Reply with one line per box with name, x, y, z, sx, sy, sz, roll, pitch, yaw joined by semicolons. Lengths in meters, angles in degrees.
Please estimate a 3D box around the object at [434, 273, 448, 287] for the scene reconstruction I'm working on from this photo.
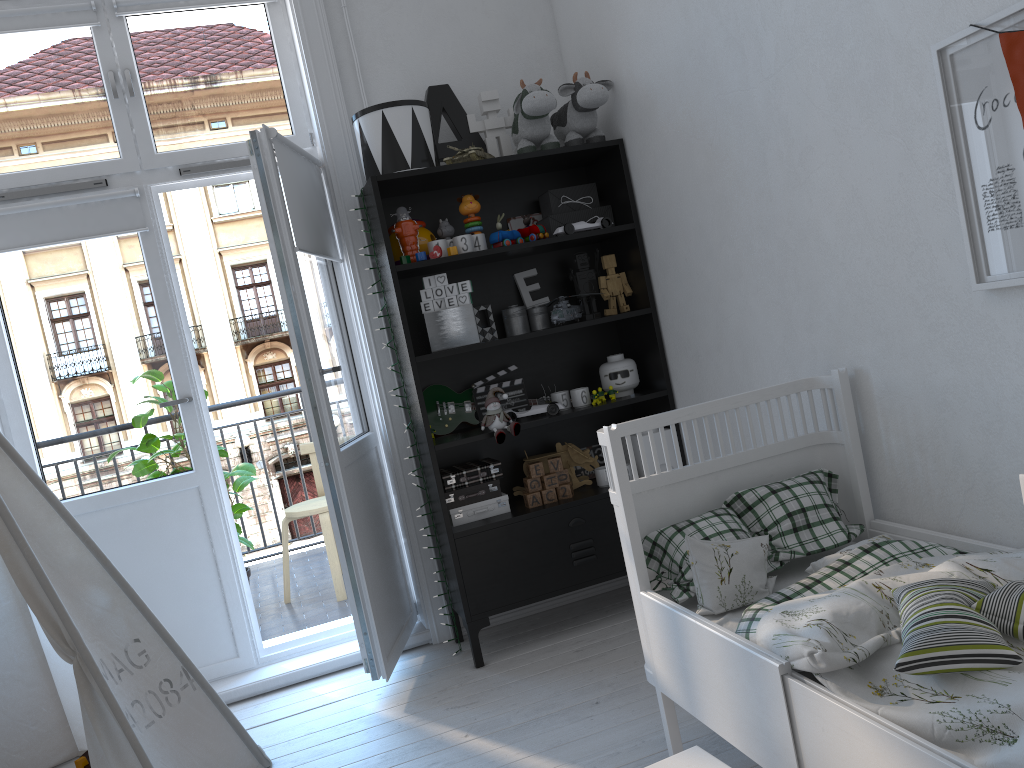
object;-0.242;-0.354;3.029;0.040;0.040;0.040;-12;4;-6

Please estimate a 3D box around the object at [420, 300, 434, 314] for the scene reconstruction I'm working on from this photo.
object;-0.289;-0.262;3.033;0.040;0.040;0.040;-12;4;-1

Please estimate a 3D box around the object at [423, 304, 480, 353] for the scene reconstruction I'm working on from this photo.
object;-0.207;-0.192;3.076;0.170;0.138;0.124;-12;4;-1

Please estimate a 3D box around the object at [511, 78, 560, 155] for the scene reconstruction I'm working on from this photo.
object;0.069;-0.928;3.152;0.154;0.253;0.370;-12;4;-8

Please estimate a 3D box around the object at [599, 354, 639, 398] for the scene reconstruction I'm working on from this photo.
object;0.400;-0.030;3.306;0.139;0.162;0.139;-15;5;-41

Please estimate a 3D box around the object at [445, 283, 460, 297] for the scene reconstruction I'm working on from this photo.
object;-0.202;-0.321;3.032;0.040;0.040;0.040;-11;4;14

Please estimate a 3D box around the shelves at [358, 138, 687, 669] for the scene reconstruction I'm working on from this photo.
shelves;0.089;0.047;3.224;0.911;1.678;0.353;-13;4;-16

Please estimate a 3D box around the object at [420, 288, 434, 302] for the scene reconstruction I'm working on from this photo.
object;-0.292;-0.303;3.030;0.040;0.040;0.040;-12;4;-6

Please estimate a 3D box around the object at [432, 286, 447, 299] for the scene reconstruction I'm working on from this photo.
object;-0.247;-0.312;3.031;0.040;0.040;0.040;-12;4;4

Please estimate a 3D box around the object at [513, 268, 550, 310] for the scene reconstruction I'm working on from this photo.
object;0.075;-0.360;3.364;0.107;0.151;0.055;-13;4;-16

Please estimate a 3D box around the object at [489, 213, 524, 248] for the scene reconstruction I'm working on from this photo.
object;-0.025;-0.540;3.138;0.121;0.126;0.087;-15;5;-39

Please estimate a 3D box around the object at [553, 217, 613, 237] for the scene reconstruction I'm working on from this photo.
object;0.253;-0.560;3.171;0.230;0.048;0.098;-13;4;-26

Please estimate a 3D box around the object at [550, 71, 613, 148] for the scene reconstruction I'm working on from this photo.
object;0.211;-0.960;3.198;0.211;0.253;0.387;-14;4;-32

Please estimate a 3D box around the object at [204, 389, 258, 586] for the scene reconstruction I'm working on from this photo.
object;-1.528;0.525;4.222;0.720;1.225;0.489;-12;4;-6

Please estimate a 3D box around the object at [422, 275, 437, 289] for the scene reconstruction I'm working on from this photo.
object;-0.283;-0.346;3.028;0.040;0.040;0.040;-12;4;-11

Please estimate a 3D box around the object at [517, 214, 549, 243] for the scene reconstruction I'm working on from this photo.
object;0.066;-0.563;3.209;0.122;0.112;0.087;-8;5;45

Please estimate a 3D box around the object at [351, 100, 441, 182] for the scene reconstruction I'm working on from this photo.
object;-0.388;-0.840;3.144;0.272;0.259;0.394;-11;4;12

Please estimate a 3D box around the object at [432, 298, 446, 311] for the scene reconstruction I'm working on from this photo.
object;-0.251;-0.271;3.041;0.040;0.040;0.040;-12;4;-11

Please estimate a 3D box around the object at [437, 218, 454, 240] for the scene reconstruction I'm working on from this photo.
object;-0.232;-0.519;3.205;0.063;0.160;0.063;-15;5;-37

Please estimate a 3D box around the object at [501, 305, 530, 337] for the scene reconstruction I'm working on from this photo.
object;0.014;-0.238;3.303;0.095;0.111;0.095;-13;4;-11

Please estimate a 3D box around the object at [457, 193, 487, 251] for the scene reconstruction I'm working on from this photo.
object;-0.136;-0.560;3.105;0.077;0.213;0.077;-11;4;17

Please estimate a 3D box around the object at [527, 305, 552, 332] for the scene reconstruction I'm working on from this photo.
object;0.131;-0.251;3.250;0.078;0.091;0.246;-13;4;-21

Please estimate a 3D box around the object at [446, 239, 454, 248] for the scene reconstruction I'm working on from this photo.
object;-0.214;-0.469;3.104;0.067;0.067;0.067;-15;5;-42

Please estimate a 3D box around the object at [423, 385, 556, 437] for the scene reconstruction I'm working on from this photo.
object;-0.083;0.080;3.302;0.542;0.239;0.093;-13;4;-15

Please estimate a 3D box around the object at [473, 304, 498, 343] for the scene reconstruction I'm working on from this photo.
object;-0.101;-0.226;3.305;0.070;0.135;0.028;-13;4;-16

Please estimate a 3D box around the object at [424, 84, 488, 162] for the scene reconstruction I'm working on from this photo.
object;-0.238;-0.921;3.266;0.343;0.344;0.057;-13;4;-16

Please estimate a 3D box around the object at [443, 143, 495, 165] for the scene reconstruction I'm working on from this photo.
object;-0.160;-0.803;3.099;0.121;0.100;0.338;-11;4;19

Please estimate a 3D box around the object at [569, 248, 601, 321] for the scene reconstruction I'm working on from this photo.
object;0.285;-0.371;3.314;0.117;0.259;0.081;-13;4;-16

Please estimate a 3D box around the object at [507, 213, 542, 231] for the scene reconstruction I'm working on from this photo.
object;0.159;-0.600;3.399;0.347;0.132;0.037;-13;4;-16

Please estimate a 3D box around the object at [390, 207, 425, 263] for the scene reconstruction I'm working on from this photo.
object;-0.348;-0.506;3.019;0.105;0.203;0.072;-12;4;-8

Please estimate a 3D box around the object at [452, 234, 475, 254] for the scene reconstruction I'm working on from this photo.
object;-0.166;-0.476;3.056;0.067;0.067;0.067;-13;4;-15

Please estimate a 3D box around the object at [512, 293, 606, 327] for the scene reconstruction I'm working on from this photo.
object;0.189;-0.267;3.233;0.367;0.106;0.349;-13;4;-14

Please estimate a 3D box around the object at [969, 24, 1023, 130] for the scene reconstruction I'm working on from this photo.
object;0.991;-0.622;1.261;0.058;0.415;0.905;-13;4;-17

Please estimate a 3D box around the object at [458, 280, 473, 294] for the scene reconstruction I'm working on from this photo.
object;-0.159;-0.331;3.033;0.040;0.040;0.040;-11;4;9

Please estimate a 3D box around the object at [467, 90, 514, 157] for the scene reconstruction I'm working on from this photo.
object;-0.062;-0.932;3.286;0.190;0.291;0.065;-12;4;-11

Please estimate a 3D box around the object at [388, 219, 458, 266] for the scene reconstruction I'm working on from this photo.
object;-0.336;-0.509;3.096;0.197;0.197;0.318;-13;4;-20

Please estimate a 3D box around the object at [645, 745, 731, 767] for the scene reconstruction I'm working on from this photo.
object;0.328;0.833;1.510;0.288;0.246;0.332;-13;4;-21

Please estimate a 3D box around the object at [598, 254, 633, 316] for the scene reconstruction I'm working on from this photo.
object;0.377;-0.368;3.276;0.114;0.221;0.052;-13;4;-16

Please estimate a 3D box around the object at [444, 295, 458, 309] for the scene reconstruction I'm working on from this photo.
object;-0.208;-0.279;3.034;0.040;0.040;0.040;-12;4;-1

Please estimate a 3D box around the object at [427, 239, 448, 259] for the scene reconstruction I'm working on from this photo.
object;-0.252;-0.457;3.047;0.067;0.067;0.067;-13;4;-15

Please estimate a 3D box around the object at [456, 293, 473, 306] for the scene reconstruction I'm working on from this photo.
object;-0.162;-0.289;3.035;0.040;0.040;0.040;-11;4;14
